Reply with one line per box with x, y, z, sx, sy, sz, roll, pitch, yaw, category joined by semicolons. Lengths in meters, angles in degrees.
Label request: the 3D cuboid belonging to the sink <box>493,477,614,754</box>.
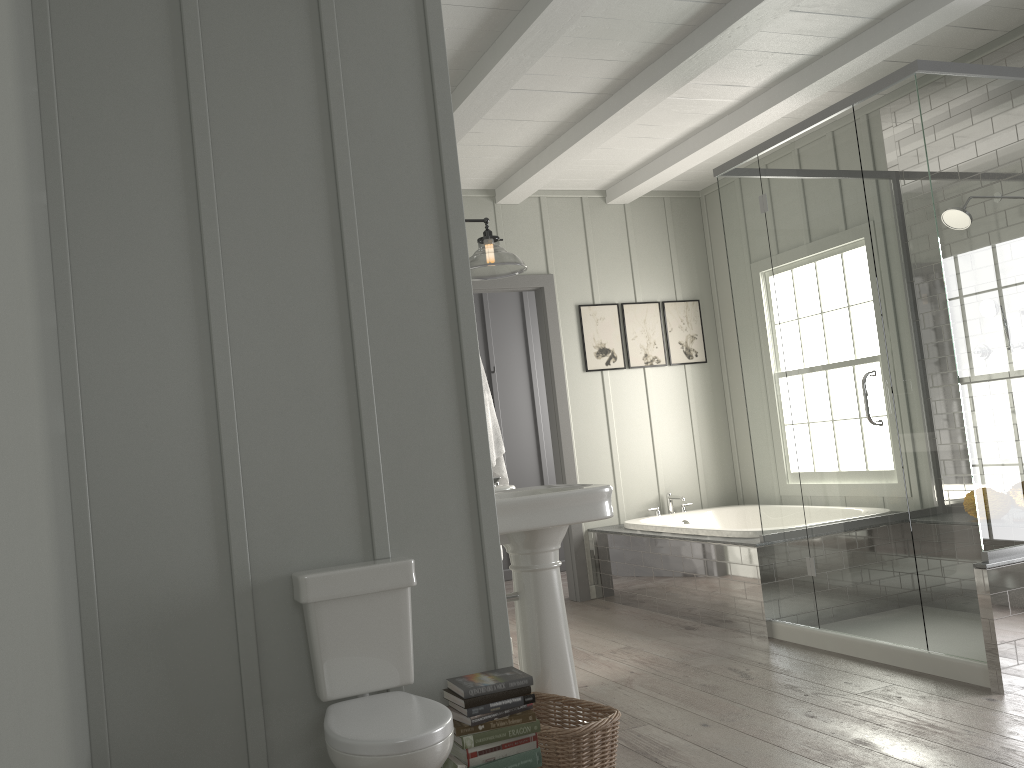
0.062;0.780;3.168;0.553;1.013;0.583;-5;-4;-23;sink

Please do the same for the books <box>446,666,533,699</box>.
-0.065;0.848;2.514;0.202;0.024;0.153;-5;-4;-21;books

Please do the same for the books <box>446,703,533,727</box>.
-0.068;0.922;2.516;0.201;0.025;0.154;-3;-5;-33;books

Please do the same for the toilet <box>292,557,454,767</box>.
-0.322;0.873;2.254;0.324;0.787;0.537;-5;-4;-23;toilet

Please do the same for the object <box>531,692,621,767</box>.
0.127;1.150;2.833;0.282;0.220;0.481;-3;-5;-41;object

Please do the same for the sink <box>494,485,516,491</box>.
-0.272;0.869;3.925;0.553;1.013;0.583;-5;-4;-23;sink

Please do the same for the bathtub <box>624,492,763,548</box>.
1.415;0.909;5.383;1.024;0.490;1.599;-4;-4;-23;bathtub

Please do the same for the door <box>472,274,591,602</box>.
0.923;0.065;2.735;4.158;2.195;7.970;-4;-4;-24;door

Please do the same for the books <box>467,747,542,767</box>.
-0.055;1.066;2.500;0.221;0.053;0.164;-4;-5;-32;books

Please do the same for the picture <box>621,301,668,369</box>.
0.929;-0.345;6.203;0.306;0.461;0.012;-5;-4;-21;picture

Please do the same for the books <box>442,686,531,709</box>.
-0.072;0.873;2.508;0.202;0.024;0.154;-4;-4;-26;books

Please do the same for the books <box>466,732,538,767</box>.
-0.062;1.014;2.508;0.217;0.051;0.160;-4;-4;-27;books

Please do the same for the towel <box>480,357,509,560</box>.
-0.114;0.345;4.815;0.158;1.203;0.325;-5;-4;-19;towel

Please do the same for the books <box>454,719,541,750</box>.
-0.062;0.972;2.505;0.230;0.032;0.174;-4;-4;-22;books

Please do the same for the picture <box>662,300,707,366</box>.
1.236;-0.370;6.323;0.306;0.461;0.012;-5;-4;-21;picture

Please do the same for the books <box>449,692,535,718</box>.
-0.060;0.897;2.510;0.202;0.024;0.153;-4;-4;-23;books

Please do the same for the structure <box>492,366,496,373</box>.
-0.162;-0.110;7.215;0.019;0.051;0.139;-5;-4;-24;structure

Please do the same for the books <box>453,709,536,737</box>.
-0.067;0.946;2.505;0.228;0.024;0.151;-5;-4;-16;books

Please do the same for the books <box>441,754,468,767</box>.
-0.183;1.152;2.440;0.089;0.235;0.174;-5;-4;-24;books

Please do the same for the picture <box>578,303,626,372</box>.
0.622;-0.321;6.083;0.306;0.461;0.012;-5;-4;-21;picture
